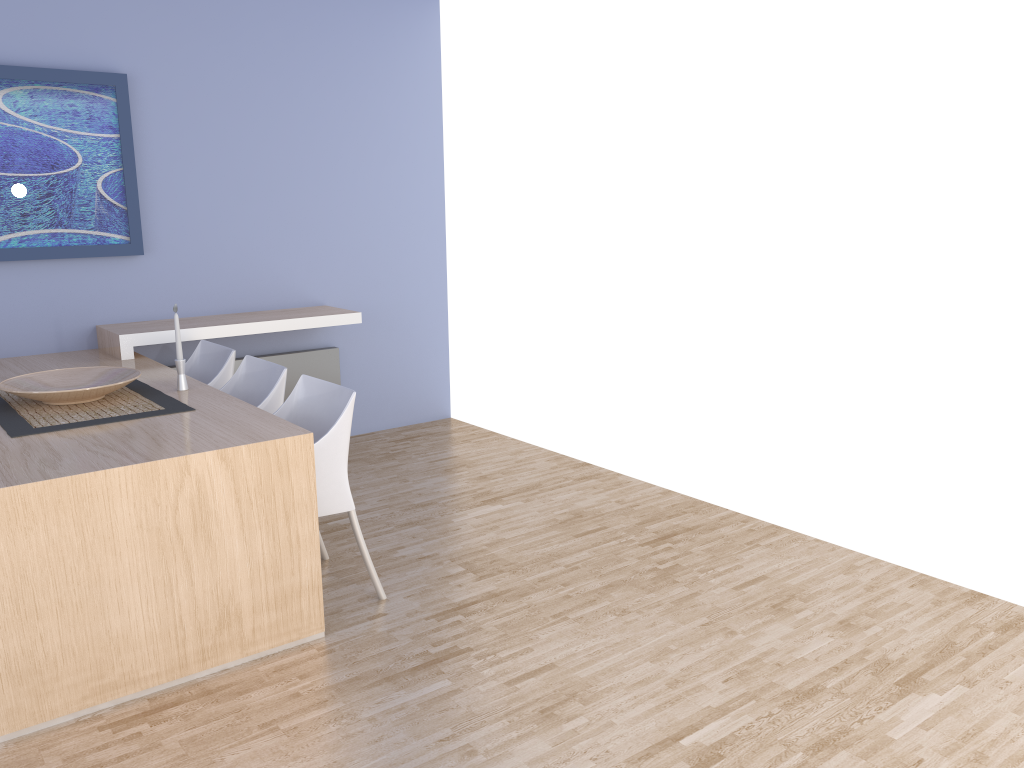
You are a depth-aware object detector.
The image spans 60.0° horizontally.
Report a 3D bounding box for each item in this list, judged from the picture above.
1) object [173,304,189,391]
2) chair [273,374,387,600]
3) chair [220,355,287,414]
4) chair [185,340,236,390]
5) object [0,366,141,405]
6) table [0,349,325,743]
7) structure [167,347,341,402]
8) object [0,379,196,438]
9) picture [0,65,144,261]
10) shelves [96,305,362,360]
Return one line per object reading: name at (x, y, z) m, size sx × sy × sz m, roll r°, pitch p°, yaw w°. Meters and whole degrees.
object at (-1.328, -0.148, 3.535) m, size 0.045 × 0.349 × 0.045 m, roll -9°, pitch 15°, yaw -36°
chair at (-0.815, 0.405, 3.284) m, size 0.486 × 0.793 × 0.510 m, roll -9°, pitch 15°, yaw -36°
chair at (-1.176, 0.313, 3.749) m, size 0.486 × 0.793 × 0.510 m, roll -9°, pitch 14°, yaw -36°
chair at (-1.533, 0.223, 4.207) m, size 0.486 × 0.793 × 0.510 m, roll -9°, pitch 15°, yaw -36°
object at (-1.686, 0.017, 3.405) m, size 0.493 × 0.081 × 0.493 m, roll -5°, pitch 12°, yaw -18°
table at (-1.749, 0.396, 3.565) m, size 1.002 × 0.718 × 2.340 m, roll -9°, pitch 15°, yaw -36°
structure at (-2.592, 0.275, 4.322) m, size 3.843 × 0.503 × 0.064 m, roll -9°, pitch 15°, yaw -36°
object at (-1.682, 0.058, 3.414) m, size 0.594 × 0.005 × 0.986 m, roll -10°, pitch 15°, yaw -37°
picture at (-2.438, -1.035, 4.186) m, size 1.252 × 0.901 × 0.049 m, roll -9°, pitch 15°, yaw -36°
shelves at (-2.537, 0.228, 4.125) m, size 3.901 × 0.840 × 0.463 m, roll -9°, pitch 15°, yaw -36°
